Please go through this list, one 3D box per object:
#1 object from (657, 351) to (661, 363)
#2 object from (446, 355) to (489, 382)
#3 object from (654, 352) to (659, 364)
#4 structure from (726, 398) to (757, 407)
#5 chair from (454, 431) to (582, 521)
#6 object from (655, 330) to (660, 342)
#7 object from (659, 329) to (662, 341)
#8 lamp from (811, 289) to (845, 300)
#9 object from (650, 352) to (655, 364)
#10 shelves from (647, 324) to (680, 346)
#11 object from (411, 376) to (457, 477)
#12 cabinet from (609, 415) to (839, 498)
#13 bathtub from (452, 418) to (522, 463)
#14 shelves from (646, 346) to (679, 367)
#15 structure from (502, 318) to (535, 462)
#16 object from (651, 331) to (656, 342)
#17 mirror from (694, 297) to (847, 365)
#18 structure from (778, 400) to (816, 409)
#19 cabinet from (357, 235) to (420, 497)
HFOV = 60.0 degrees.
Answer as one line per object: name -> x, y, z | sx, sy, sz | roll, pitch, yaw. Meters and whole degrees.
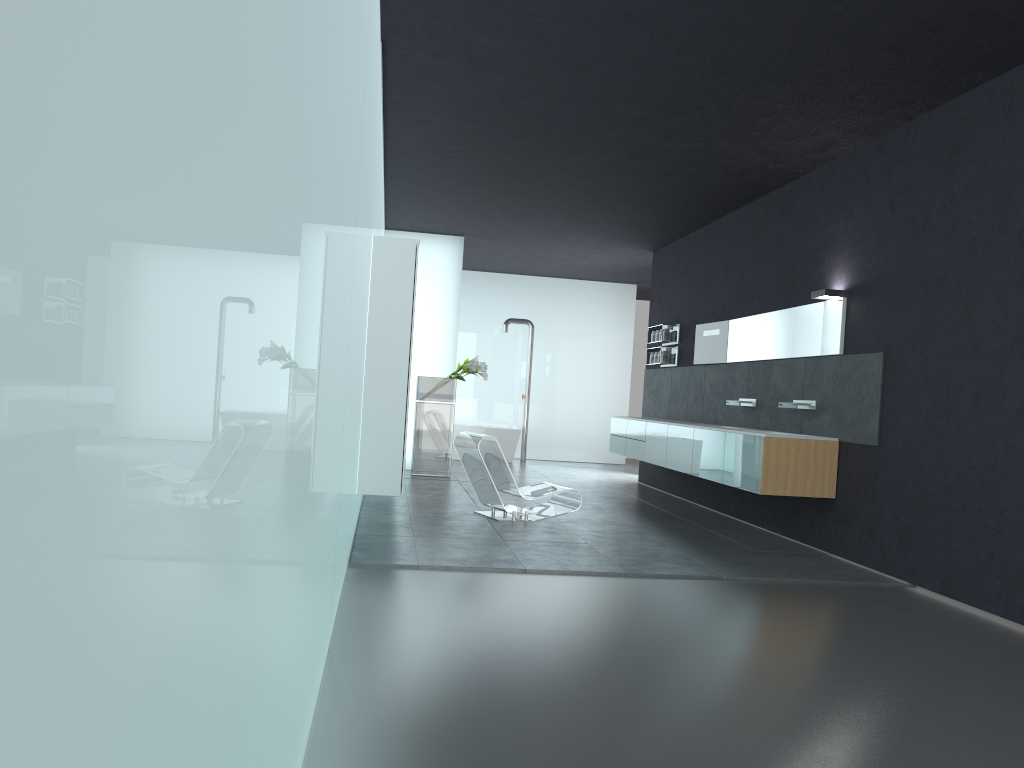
object -> 2.220, -0.392, 13.204 | 0.096, 0.184, 0.067 | 4, 0, -10
object -> -0.863, -0.105, 13.498 | 1.024, 0.779, 0.974 | 4, 0, -16
object -> 2.194, -0.391, 13.391 | 0.096, 0.184, 0.067 | 4, 0, 1
structure -> 2.654, 0.209, 10.308 | 0.186, 0.088, 0.482 | 4, -1, -8
chair -> 0.062, 0.979, 9.442 | 1.262, 0.871, 0.628 | 4, 0, -27
object -> 2.215, -0.718, 13.388 | 0.096, 0.184, 0.067 | 4, 0, 1
object -> 2.241, -0.719, 13.202 | 0.096, 0.184, 0.067 | 4, 0, -10
lamp -> 2.999, -0.851, 8.427 | 0.198, 0.066, 0.277 | 4, -1, -8
object -> 2.164, -0.390, 13.603 | 0.096, 0.184, 0.067 | 4, 0, -16
shelves -> 2.274, -0.738, 13.330 | 0.265, 0.285, 0.769 | 4, -1, -8
object -> -1.207, 0.645, 13.615 | 0.585, 1.491, 0.575 | 4, 0, -8
cabinet -> 2.262, 0.771, 10.926 | 0.734, 0.556, 5.582 | 4, -1, -8
bathtub -> -0.860, 1.041, 17.344 | 1.978, 0.859, 0.960 | 4, 0, -8
shelves -> 2.253, -0.411, 13.332 | 0.265, 0.285, 0.769 | 4, -1, -8
structure -> 0.051, 0.146, 17.454 | 0.643, 2.872, 0.123 | 4, 0, -8
object -> 2.185, -0.717, 13.601 | 0.096, 0.184, 0.067 | 4, 0, -16
mirror -> 2.814, -0.532, 10.096 | 0.109, 0.532, 3.721 | 4, -1, -9
structure -> 2.851, 0.203, 8.903 | 0.186, 0.088, 0.482 | 4, -1, -8
cabinet -> -1.478, -0.135, 10.564 | 0.398, 2.215, 6.003 | 4, -1, -8
